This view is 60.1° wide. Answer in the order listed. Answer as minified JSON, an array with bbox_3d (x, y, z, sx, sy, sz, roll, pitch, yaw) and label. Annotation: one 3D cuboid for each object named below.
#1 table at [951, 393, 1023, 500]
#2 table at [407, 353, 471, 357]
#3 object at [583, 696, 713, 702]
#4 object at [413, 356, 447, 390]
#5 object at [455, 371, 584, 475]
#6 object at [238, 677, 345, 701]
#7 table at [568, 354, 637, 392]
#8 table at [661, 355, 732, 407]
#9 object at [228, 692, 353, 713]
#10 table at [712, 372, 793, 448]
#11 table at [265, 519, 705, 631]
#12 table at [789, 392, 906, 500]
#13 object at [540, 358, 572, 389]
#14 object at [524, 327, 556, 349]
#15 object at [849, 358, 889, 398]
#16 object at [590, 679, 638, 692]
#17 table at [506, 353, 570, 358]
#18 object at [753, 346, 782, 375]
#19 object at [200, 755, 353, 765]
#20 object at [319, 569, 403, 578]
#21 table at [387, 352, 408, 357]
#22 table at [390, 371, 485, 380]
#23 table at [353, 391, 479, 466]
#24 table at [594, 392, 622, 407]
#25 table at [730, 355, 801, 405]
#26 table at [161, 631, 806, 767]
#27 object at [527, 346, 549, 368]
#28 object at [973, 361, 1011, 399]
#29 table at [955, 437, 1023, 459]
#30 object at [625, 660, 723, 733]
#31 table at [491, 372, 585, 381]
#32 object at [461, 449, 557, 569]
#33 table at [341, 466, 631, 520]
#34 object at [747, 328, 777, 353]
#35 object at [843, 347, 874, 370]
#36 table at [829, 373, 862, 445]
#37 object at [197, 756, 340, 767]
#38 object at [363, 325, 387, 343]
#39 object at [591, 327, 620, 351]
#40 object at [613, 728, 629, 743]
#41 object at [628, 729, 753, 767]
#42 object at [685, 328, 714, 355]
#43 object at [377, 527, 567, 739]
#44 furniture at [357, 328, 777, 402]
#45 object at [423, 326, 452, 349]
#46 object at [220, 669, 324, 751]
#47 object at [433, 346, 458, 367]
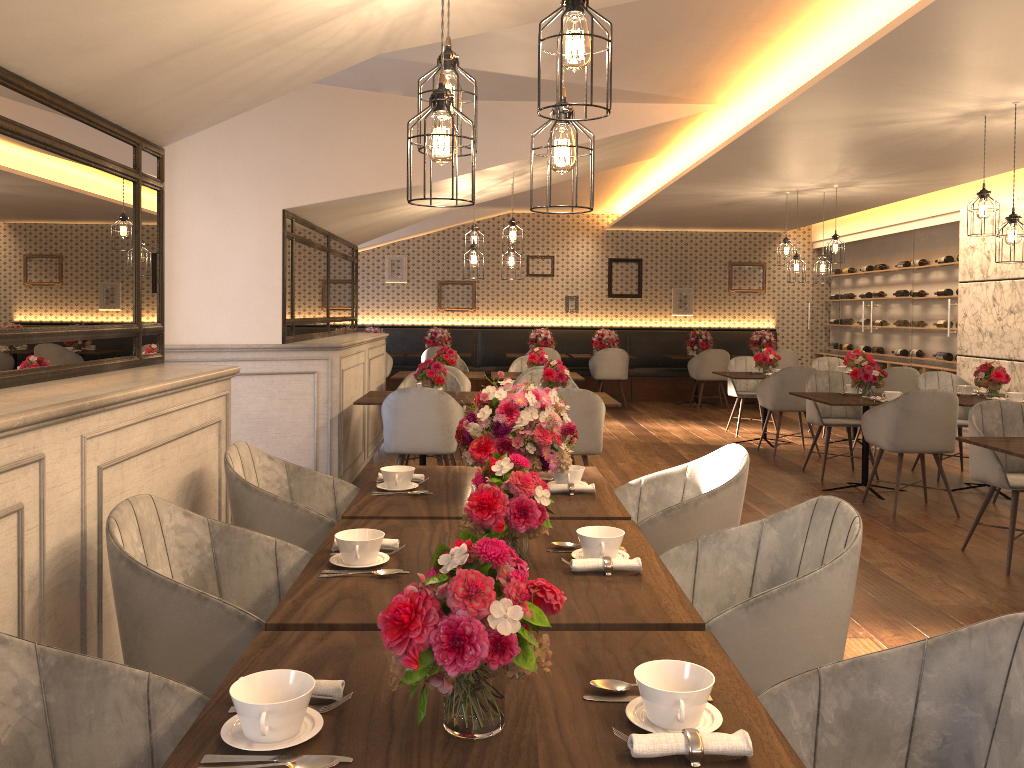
[{"bbox_3d":[3.676,0.473,6.828,0.896,0.720,0.898,0,3,-2],"label":"table"},{"bbox_3d":[-1.057,-0.076,13.026,0.896,0.720,0.898,0,3,-2],"label":"table"},{"bbox_3d":[0.222,0.515,1.450,0.211,0.004,0.022,0,5,-2],"label":"object"},{"bbox_3d":[-0.610,-0.054,6.509,0.234,0.301,0.306,-1,3,-26],"label":"object"},{"bbox_3d":[0.017,0.170,3.064,0.419,0.425,0.406,0,3,-13],"label":"object"},{"bbox_3d":[-0.360,0.493,1.434,0.175,0.039,0.056,0,4,-2],"label":"object"},{"bbox_3d":[1.317,-0.059,13.091,0.896,0.720,0.898,0,3,-2],"label":"table"},{"bbox_3d":[2.733,-0.049,13.130,0.896,0.720,0.898,0,3,-2],"label":"table"},{"bbox_3d":[-0.350,0.503,1.400,0.192,0.024,0.025,0,3,-2],"label":"object"},{"bbox_3d":[2.649,0.264,9.279,0.896,0.720,0.898,0,3,-2],"label":"table"},{"bbox_3d":[-0.067,0.810,2.256,0.896,0.720,0.898,0,3,-2],"label":"table"},{"bbox_3d":[2.717,0.466,6.802,0.896,0.720,0.898,0,3,-2],"label":"table"},{"bbox_3d":[0.328,-0.048,6.547,0.234,0.301,0.306,1,3,18],"label":"object"},{"bbox_3d":[0.436,-0.637,13.060,0.406,0.425,0.420,3,4,42],"label":"object"},{"bbox_3d":[2.756,-0.048,6.829,0.305,0.301,0.235,-1,3,-24],"label":"object"},{"bbox_3d":[0.228,0.507,1.486,0.197,0.015,0.043,0,4,-5],"label":"object"},{"bbox_3d":[0.358,-0.066,13.064,0.896,0.720,0.898,0,3,-2],"label":"table"},{"bbox_3d":[2.689,-0.251,9.306,0.305,0.301,0.235,-1,3,-24],"label":"object"},{"bbox_3d":[-0.329,0.527,1.244,0.211,0.004,0.022,0,5,-2],"label":"object"},{"bbox_3d":[-0.359,0.451,2.103,0.197,0.015,0.043,0,4,-5],"label":"object"},{"bbox_3d":[-2.016,-0.083,12.999,0.896,0.720,0.898,0,3,-2],"label":"table"},{"bbox_3d":[-0.724,0.264,8.885,0.896,0.720,0.898,0,3,-2],"label":"table"},{"bbox_3d":[-0.661,0.453,6.563,0.896,0.720,0.898,0,3,-2],"label":"table"},{"bbox_3d":[0.298,0.460,6.588,0.896,0.720,0.898,0,3,-2],"label":"table"},{"bbox_3d":[3.692,-0.042,13.156,0.896,0.720,0.898,0,3,-2],"label":"table"},{"bbox_3d":[-0.042,0.886,1.317,0.896,0.720,0.898,0,3,-2],"label":"table"},{"bbox_3d":[0.265,-0.237,8.867,0.234,0.301,0.306,1,3,18],"label":"object"},{"bbox_3d":[3.709,-0.039,6.825,0.234,0.301,0.306,1,3,0],"label":"object"},{"bbox_3d":[2.787,0.676,4.226,0.896,0.720,0.898,0,3,-2],"label":"table"},{"bbox_3d":[0.251,0.487,1.373,0.148,0.072,0.148,4,5,41],"label":"object"},{"bbox_3d":[0.235,0.271,8.911,0.896,0.720,0.898,0,3,-2],"label":"table"},{"bbox_3d":[-0.003,0.305,2.163,0.234,0.301,0.306,1,3,18],"label":"object"},{"bbox_3d":[-0.093,0.733,3.194,0.896,0.720,0.898,0,3,-2],"label":"table"},{"bbox_3d":[3.703,-0.609,13.073,0.406,0.425,0.420,3,4,42],"label":"object"},{"bbox_3d":[3.638,-0.241,9.301,0.305,0.301,0.234,2,3,20],"label":"object"},{"bbox_3d":[3.608,0.271,9.305,0.896,0.720,0.898,0,3,-2],"label":"table"},{"bbox_3d":[-0.334,0.524,1.208,0.197,0.015,0.043,0,4,-5],"label":"object"},{"bbox_3d":[-2.031,-0.648,12.908,0.406,0.425,0.420,3,4,41],"label":"object"},{"bbox_3d":[1.370,-0.624,12.985,0.419,0.425,0.406,1,3,1],"label":"object"},{"bbox_3d":[0.243,0.518,1.293,0.192,0.024,0.025,0,3,-2],"label":"object"},{"bbox_3d":[0.254,0.514,1.259,0.175,0.039,0.056,0,4,-2],"label":"object"},{"bbox_3d":[2.764,-0.615,13.037,0.406,0.425,0.420,3,4,41],"label":"object"},{"bbox_3d":[-0.052,0.369,1.345,0.305,0.301,0.234,-2,4,-44],"label":"object"},{"bbox_3d":[0.646,-0.296,13.705,7.087,1.080,0.542,0,2,-2],"label":"furniture"},{"bbox_3d":[-1.083,-0.641,12.929,0.419,0.425,0.406,0,3,-13],"label":"object"},{"bbox_3d":[-0.357,0.486,1.320,0.148,0.072,0.148,4,5,41],"label":"object"},{"bbox_3d":[-0.673,-0.243,8.829,0.234,0.301,0.306,-1,3,-26],"label":"object"}]
